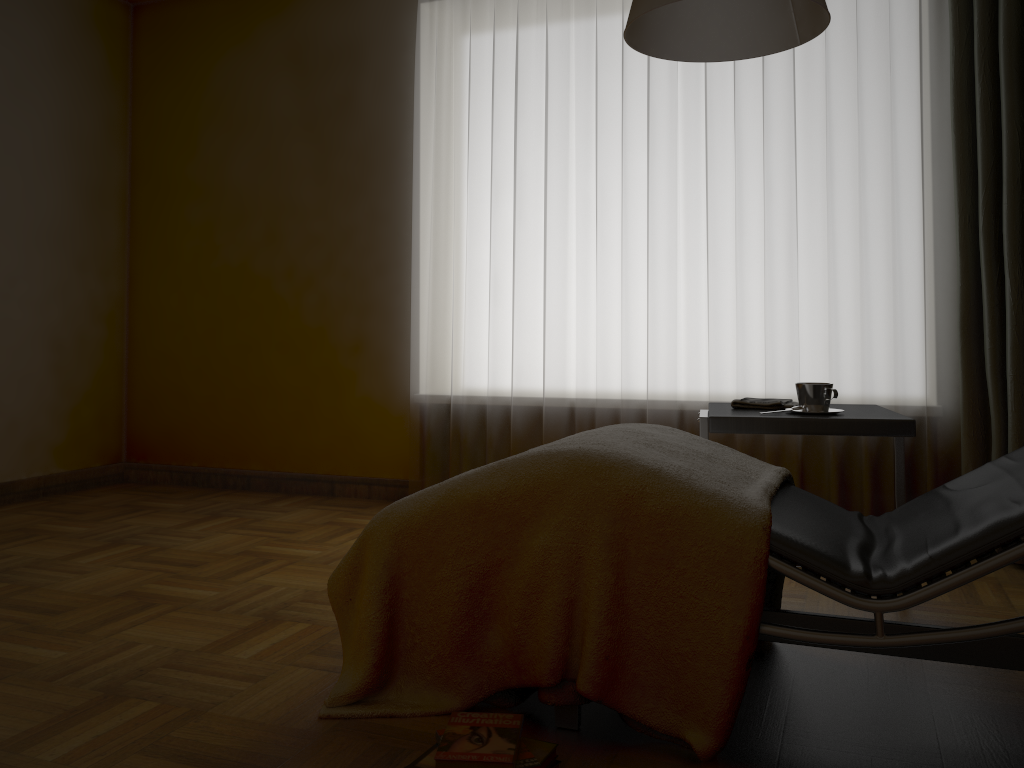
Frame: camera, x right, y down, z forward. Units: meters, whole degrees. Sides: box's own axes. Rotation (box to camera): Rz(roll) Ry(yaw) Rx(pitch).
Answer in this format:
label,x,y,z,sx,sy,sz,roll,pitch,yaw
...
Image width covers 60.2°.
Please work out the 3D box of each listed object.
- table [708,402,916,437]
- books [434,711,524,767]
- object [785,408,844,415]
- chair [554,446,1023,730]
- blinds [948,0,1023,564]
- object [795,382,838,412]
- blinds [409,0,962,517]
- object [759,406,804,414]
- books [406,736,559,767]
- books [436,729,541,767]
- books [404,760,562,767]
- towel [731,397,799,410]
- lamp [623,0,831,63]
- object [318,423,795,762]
label,x,y,z,sx,sy,sz,roll,pitch,yaw
table,0.808,0.095,2.479,0.499,0.045,0.518,1,3,12
books,-0.049,0.576,1.426,0.123,0.018,0.173,0,3,6
object,0.809,0.074,2.361,0.150,0.009,0.150,1,3,27
chair,0.627,0.226,1.775,1.787,0.800,0.635,1,0,21
blinds,1.842,-0.650,2.375,0.224,2.459,1.530,1,-1,-24
object,0.814,0.038,2.360,0.110,0.078,0.098,0,1,23
blinds,0.570,-0.640,3.478,2.195,2.298,0.092,0,-2,21
object,0.711,0.068,2.333,0.123,0.019,0.029,-1,1,-10
books,-0.064,0.615,1.395,0.189,0.020,0.265,1,3,26
books,-0.042,0.594,1.425,0.123,0.018,0.173,-1,3,-19
books,-0.081,0.636,1.399,0.200,0.022,0.280,2,3,36
towel,0.744,0.058,2.588,0.178,0.035,0.241,1,3,25
lamp,0.917,-0.316,1.770,1.414,1.973,0.450,0,-2,25
object,0.140,0.366,1.975,0.908,0.521,0.917,0,2,21
